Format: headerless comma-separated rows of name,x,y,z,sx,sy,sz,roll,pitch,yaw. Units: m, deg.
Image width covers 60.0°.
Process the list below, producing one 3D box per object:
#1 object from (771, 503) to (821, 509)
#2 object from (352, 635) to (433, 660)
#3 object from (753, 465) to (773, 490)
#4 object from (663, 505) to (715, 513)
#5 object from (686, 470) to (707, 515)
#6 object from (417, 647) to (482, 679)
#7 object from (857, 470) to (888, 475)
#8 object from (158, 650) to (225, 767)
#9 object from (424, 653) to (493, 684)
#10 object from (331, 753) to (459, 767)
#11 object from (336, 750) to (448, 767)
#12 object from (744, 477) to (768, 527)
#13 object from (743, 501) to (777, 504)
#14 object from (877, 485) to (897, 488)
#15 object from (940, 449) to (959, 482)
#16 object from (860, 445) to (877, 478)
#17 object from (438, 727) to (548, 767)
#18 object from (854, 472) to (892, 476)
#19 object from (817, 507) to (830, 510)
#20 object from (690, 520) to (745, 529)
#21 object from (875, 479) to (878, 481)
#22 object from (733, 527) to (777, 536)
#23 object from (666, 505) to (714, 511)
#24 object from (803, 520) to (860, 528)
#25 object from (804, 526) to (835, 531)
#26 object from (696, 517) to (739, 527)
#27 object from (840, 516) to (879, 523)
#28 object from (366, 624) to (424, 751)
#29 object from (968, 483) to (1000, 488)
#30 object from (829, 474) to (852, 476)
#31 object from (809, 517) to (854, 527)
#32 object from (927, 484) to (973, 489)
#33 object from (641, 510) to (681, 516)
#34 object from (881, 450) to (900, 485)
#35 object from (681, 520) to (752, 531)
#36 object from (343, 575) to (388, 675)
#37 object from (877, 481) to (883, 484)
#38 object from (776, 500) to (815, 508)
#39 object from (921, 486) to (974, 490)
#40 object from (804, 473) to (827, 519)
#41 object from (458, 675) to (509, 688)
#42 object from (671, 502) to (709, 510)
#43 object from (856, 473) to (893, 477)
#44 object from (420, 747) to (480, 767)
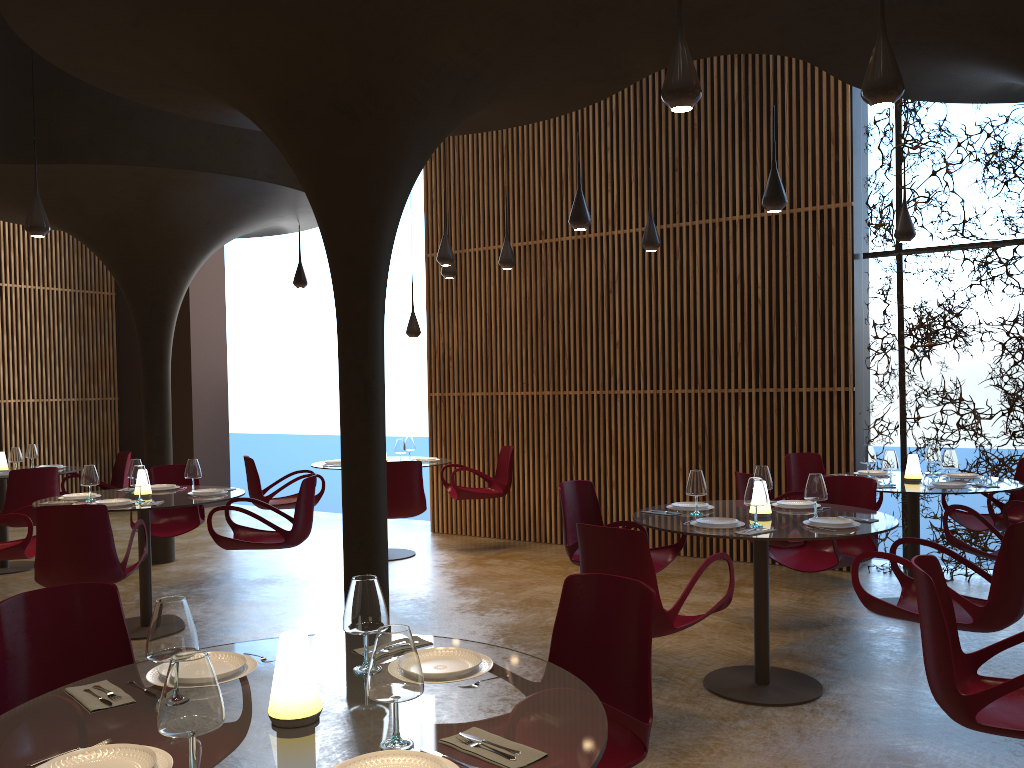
object,1.997,0.856,6.234,0.331,0.014,0.332,-1,0,-30
object,-0.405,0.898,3.021,0.262,0.017,0.126,-1,0,-40
object,1.762,0.724,6.240,0.142,0.295,0.142,-1,1,-19
object,1.256,0.871,6.237,0.204,0.012,0.410,-1,0,44
object,1.248,0.732,5.997,0.142,0.295,0.142,-1,1,25
object,-0.224,0.877,2.778,0.263,0.029,0.263,-1,0,40
object,3.353,0.828,8.245,0.263,0.029,0.263,-1,0,5
object,-0.722,0.757,1.998,0.142,0.295,0.142,-1,1,8
object,-0.224,0.887,2.778,0.331,0.014,0.332,-1,0,-30
object,-0.271,0.886,1.959,0.332,0.014,0.331,-1,0,15
object,-0.271,0.876,1.959,0.263,0.029,0.263,-1,0,35
object,1.499,0.726,5.453,0.142,0.295,0.142,-1,1,8
object,1.816,0.868,6.477,0.262,0.017,0.126,-1,0,-40
object,3.008,0.848,7.284,0.262,0.017,0.126,-1,0,-6
object,3.650,0.693,7.394,0.142,0.295,0.142,-1,1,-17
object,3.232,0.702,8.042,0.142,0.295,0.142,0,1,32
object,-0.048,0.889,2.163,0.262,0.017,0.126,-1,0,44
object,3.354,0.837,8.245,0.332,0.014,0.331,-1,0,14
object,2.001,0.858,6.231,0.204,0.012,0.411,-1,0,-44
object,1.270,0.867,5.481,0.332,0.014,0.332,-1,0,-27
object,2.992,0.832,7.586,0.263,0.029,0.263,-1,0,-6
object,1.434,0.871,5.228,0.262,0.017,0.126,-1,0,-36
object,1.253,0.870,6.233,0.332,0.014,0.331,-1,0,26
object,1.950,0.855,5.415,0.332,0.014,0.331,-1,0,15
object,1.947,0.856,5.411,0.204,0.012,0.410,-1,0,40
object,1.270,0.858,5.481,0.263,0.029,0.263,-1,0,-33
object,2.173,0.859,5.619,0.262,0.017,0.126,-1,0,44
object,-0.288,0.750,2.188,0.142,0.295,0.142,-2,1,-24
object,3.843,0.833,7.254,0.126,0.017,0.262,-1,0,-16
object,3.055,0.850,8.202,0.126,0.017,0.262,-1,0,-12
object,1.950,0.845,5.415,0.263,0.029,0.263,-1,0,35
object,3.548,0.831,7.188,0.332,0.014,0.331,-1,0,26
object,1.016,0.881,6.046,0.126,0.017,0.262,-1,0,-42
object,3.178,0.701,7.445,0.142,0.295,0.142,-2,1,-41
object,1.267,0.869,5.485,0.204,0.012,0.410,-1,0,-41
object,-0.460,0.754,2.784,0.142,0.295,0.142,-1,1,-19
object,2.992,0.842,7.586,0.332,0.014,0.331,-1,0,42
object,1.997,0.847,6.234,0.263,0.029,0.263,-1,0,34
object,3.544,0.832,7.186,0.410,0.012,0.204,-1,0,-20
object,1.933,0.719,5.644,0.142,0.295,0.142,-1,1,21
object,-0.221,0.888,2.775,0.204,0.012,0.411,-1,0,-44
object,1.253,0.860,6.233,0.263,0.029,0.263,-1,0,42
object,3.358,0.839,8.247,0.410,0.012,0.204,-1,0,-16
object,-0.274,0.887,1.955,0.204,0.012,0.410,-1,0,40
